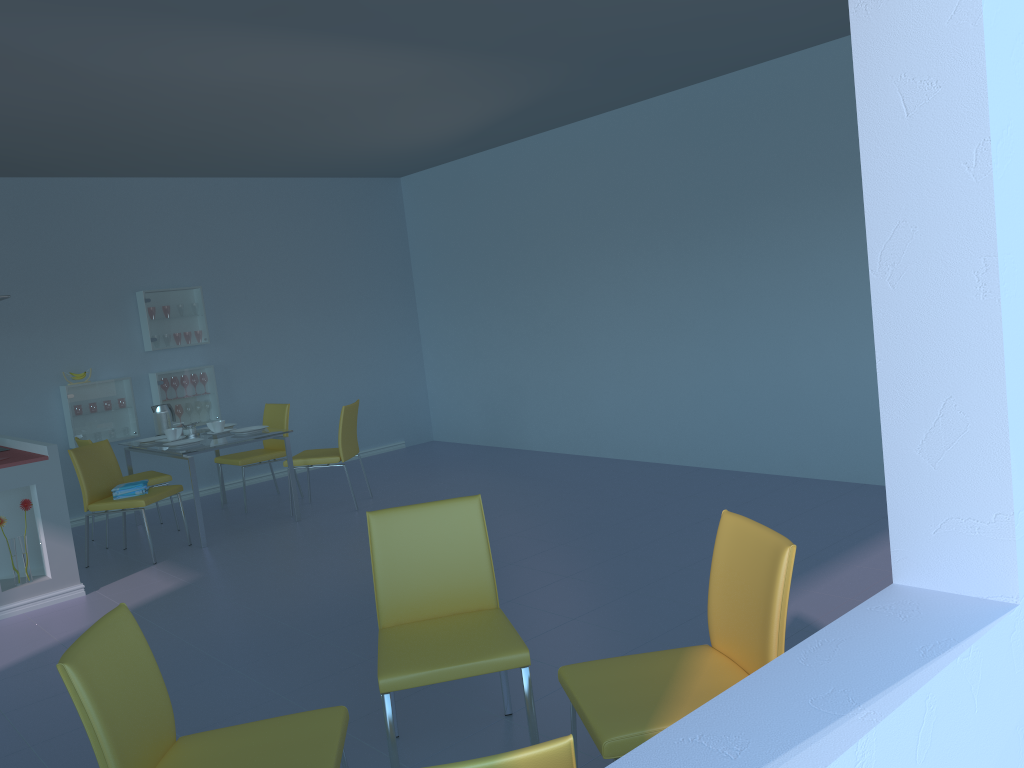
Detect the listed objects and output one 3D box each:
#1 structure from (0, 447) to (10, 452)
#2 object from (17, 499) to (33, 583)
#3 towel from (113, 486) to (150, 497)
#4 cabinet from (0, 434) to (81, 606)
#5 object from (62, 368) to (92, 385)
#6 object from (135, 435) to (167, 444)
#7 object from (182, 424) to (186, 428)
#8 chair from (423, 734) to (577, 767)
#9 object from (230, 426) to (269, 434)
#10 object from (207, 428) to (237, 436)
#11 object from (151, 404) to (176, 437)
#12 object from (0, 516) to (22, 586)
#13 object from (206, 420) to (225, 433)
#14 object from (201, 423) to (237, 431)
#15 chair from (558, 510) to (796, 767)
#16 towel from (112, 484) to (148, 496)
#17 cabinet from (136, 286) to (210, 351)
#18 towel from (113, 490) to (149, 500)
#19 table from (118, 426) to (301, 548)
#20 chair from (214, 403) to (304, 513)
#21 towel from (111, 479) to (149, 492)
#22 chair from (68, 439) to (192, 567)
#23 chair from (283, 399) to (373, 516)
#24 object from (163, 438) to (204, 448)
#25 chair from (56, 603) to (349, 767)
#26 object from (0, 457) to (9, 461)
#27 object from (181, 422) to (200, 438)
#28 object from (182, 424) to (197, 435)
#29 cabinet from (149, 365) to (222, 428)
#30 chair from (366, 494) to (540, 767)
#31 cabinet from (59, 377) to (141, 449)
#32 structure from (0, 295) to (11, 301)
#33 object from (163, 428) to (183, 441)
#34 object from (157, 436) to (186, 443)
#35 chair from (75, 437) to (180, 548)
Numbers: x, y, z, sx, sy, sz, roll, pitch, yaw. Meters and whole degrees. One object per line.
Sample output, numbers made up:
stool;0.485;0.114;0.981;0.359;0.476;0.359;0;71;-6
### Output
structure;-3.206;0.388;5.051;0.500;0.047;0.600;-11;7;-41
object;-2.447;0.791;4.478;0.090;0.427;0.054;-8;6;-9
towel;-2.265;0.638;5.279;0.195;0.024;0.201;-8;6;-16
cabinet;-3.691;0.874;4.536;2.200;0.800;2.139;-11;7;-41
object;-3.112;-0.051;6.363;0.077;0.100;0.203;-2;7;41
object;-2.419;0.379;5.992;0.228;0.020;0.228;-11;7;-39
object;-2.210;0.302;6.021;0.023;0.079;0.077;-5;6;14
chair;-0.070;0.804;1.390;0.387;0.695;0.484;-7;6;-5
object;-1.748;0.308;5.908;0.228;0.020;0.228;-12;8;-44
object;-1.991;0.329;5.992;0.194;0.020;0.190;-3;6;30
object;-2.455;0.257;6.240;0.132;0.222;0.146;-7;6;2
object;-2.520;0.835;4.432;0.085;0.365;0.050;-12;8;-43
object;-1.990;0.295;6.002;0.111;0.083;0.091;-5;6;21
object;-2.076;0.310;6.283;0.228;0.020;0.228;-12;8;-44
chair;0.382;0.692;1.999;0.484;0.695;0.387;-8;6;-10
towel;-2.269;0.623;5.276;0.195;0.027;0.192;-9;6;-20
cabinet;-2.593;-0.505;6.805;0.450;0.450;0.173;-11;7;-41
towel;-2.266;0.652;5.276;0.195;0.024;0.201;-9;6;-21
table;-2.035;0.646;5.958;0.730;0.590;1.173;-11;7;-41
chair;-1.844;0.520;6.431;0.484;0.695;0.387;-12;8;-43
towel;-2.274;0.607;5.277;0.195;0.033;0.190;-8;6;-14
chair;-2.280;0.683;5.278;0.484;0.695;0.387;-5;6;13
chair;-1.253;0.490;6.027;0.484;0.695;0.387;-6;6;7
object;-2.075;0.376;5.610;0.228;0.020;0.228;-12;8;-44
chair;-0.602;0.822;1.864;0.484;0.699;0.387;-7;6;-5
object;-2.705;0.405;4.494;0.151;0.006;0.269;-6;6;11
object;-2.186;0.313;6.069;0.123;0.081;0.166;-2;7;40
object;-2.200;0.317;6.053;0.090;0.071;0.087;-5;6;14
cabinet;-2.521;0.108;6.865;0.450;0.450;0.173;-11;7;-41
chair;-0.183;0.713;2.463;0.387;0.695;0.484;-8;6;-10
cabinet;-2.991;0.204;6.454;0.450;0.450;0.173;-11;7;-41
structure;-3.344;-0.845;4.934;0.695;0.962;0.895;-11;7;-41
object;-2.238;0.339;5.849;0.111;0.083;0.091;-3;6;31
object;-2.227;0.369;5.864;0.194;0.020;0.190;-2;7;40
chair;-2.548;0.659;5.849;0.484;0.695;0.387;-11;7;-38
